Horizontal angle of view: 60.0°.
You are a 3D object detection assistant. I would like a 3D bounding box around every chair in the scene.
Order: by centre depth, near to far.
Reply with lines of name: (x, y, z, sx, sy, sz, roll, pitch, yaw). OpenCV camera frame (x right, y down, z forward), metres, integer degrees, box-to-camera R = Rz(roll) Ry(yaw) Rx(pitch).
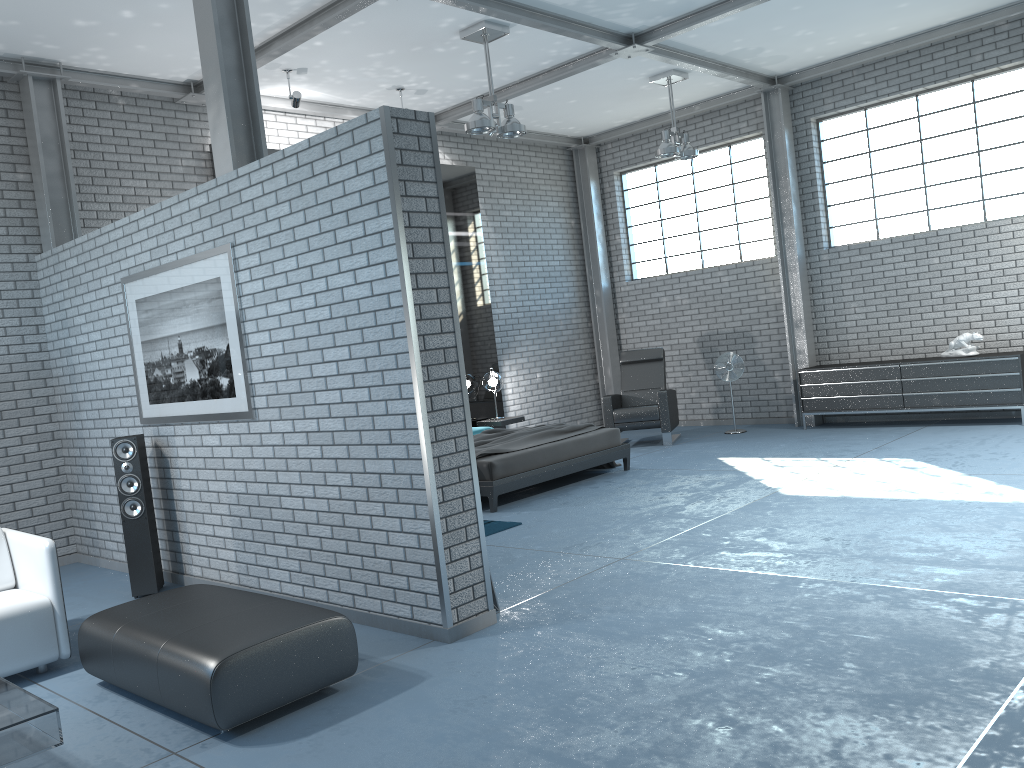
chair: (-2.818, 1.118, 4.484, 0.767, 0.661, 0.919, -9, 4, -44)
chair: (1.533, 0.148, 10.511, 0.763, 1.099, 0.940, -6, 3, 19)

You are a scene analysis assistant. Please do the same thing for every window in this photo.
window: (4.419, -2.366, 9.521, 2.200, 1.500, 0.100, -4, 4, 44)
window: (2.394, -2.216, 11.449, 2.200, 1.500, 0.100, -4, 4, 44)

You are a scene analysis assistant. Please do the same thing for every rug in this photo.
rug: (-0.977, 1.157, 7.046, 2.060, 0.012, 0.886, -4, 4, 44)

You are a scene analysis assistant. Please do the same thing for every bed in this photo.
bed: (-0.276, 0.670, 8.734, 2.261, 0.674, 2.290, -4, 4, 44)

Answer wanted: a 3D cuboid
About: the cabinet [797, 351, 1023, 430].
cabinet: (4.233, 0.089, 9.409, 2.250, 0.682, 0.510, -4, 4, 44)

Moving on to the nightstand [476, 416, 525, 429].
nightstand: (-0.104, 0.654, 10.273, 0.400, 0.501, 0.400, -4, 4, 44)

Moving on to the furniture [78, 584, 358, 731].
furniture: (-1.338, 1.144, 3.938, 1.291, 0.301, 0.685, -4, 4, 44)

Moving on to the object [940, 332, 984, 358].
object: (4.572, -0.398, 9.011, 0.151, 0.244, 0.496, -8, 3, -22)

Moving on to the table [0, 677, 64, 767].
table: (-2.172, 1.336, 3.039, 0.900, 0.300, 0.900, -4, 4, 44)

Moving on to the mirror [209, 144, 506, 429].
mirror: (-1.414, -0.666, 9.472, 0.050, 3.500, 3.400, -4, 4, 44)

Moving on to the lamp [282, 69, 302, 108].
lamp: (-1.972, -2.641, 7.938, 0.137, 0.311, 0.166, -8, 3, -21)

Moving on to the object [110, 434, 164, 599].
object: (-2.463, 0.865, 5.841, 0.159, 1.045, 0.254, -7, 3, -11)

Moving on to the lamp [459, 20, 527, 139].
lamp: (-0.183, -2.548, 7.464, 0.300, 0.872, 0.639, -4, 4, 44)

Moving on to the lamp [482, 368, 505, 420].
lamp: (-0.203, 0.104, 10.317, 0.259, 0.596, 0.250, -9, 3, -38)

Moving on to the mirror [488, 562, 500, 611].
mirror: (-0.416, 0.708, 4.719, 0.674, 0.978, 0.165, -4, 4, 44)

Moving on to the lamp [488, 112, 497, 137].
lamp: (-0.229, -2.918, 9.808, 0.161, 0.343, 0.137, -6, 3, 14)

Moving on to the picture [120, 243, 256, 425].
picture: (-2.075, -0.261, 5.584, 1.490, 1.015, 0.020, -4, 4, 44)

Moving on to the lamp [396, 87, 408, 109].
lamp: (-1.107, -2.776, 8.875, 0.167, 0.332, 0.137, -5, 3, 34)

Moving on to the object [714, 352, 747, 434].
object: (2.582, 0.100, 10.439, 0.342, 0.954, 0.258, -6, 3, 9)

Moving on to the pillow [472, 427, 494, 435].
pillow: (-0.927, 0.609, 9.227, 0.567, 0.115, 1.810, -4, 4, 44)

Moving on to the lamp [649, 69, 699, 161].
lamp: (1.723, -2.868, 9.490, 0.300, 0.872, 0.639, -4, 4, 44)
